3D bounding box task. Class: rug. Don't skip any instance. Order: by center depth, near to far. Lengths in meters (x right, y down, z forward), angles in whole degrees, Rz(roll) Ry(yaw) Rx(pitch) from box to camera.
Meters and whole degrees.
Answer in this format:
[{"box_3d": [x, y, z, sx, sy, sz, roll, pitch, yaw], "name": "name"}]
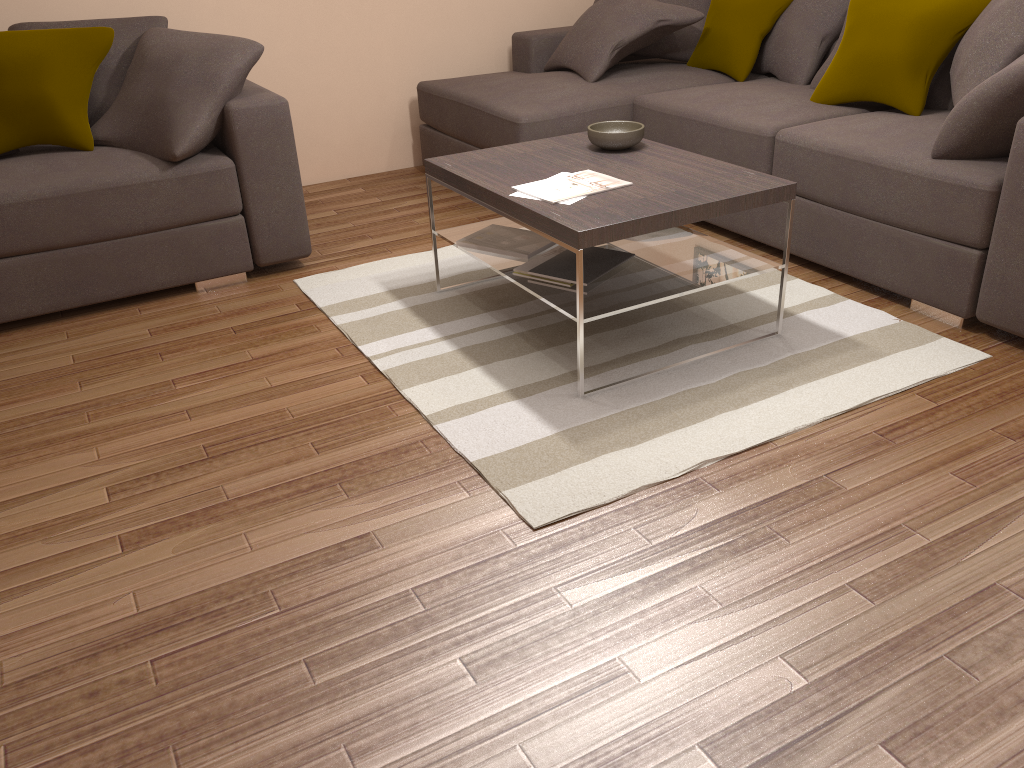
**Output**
[{"box_3d": [0.325, -0.273, 3.440, 1.791, 0.024, 2.122, -17, 31, -24], "name": "rug"}]

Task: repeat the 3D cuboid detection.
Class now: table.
[{"box_3d": [0.312, -0.524, 3.317, 0.856, 0.558, 1.110, -17, 31, -24], "name": "table"}]

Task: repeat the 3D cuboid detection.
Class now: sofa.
[{"box_3d": [-2.609, -0.508, 3.377, 3.565, 0.776, 1.906, -17, 31, -24], "name": "sofa"}, {"box_3d": [1.123, -1.172, 4.274, 1.906, 0.776, 3.565, -17, 31, -24], "name": "sofa"}]

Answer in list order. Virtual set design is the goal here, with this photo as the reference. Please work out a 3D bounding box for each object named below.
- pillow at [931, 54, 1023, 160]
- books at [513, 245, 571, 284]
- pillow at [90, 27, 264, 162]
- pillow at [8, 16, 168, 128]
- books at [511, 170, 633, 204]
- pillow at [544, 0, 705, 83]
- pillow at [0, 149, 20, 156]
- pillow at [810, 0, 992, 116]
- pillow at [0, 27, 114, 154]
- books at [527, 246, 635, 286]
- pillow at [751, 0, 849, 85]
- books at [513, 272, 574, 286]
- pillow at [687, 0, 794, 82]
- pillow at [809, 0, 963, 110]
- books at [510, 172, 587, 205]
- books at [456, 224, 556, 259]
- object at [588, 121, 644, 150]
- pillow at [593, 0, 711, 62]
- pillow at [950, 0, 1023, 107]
[{"box_3d": [1.918, -0.991, 3.042, 0.749, 0.470, 0.560, -19, 32, -28], "name": "pillow"}, {"box_3d": [0.200, -0.438, 3.173, 0.241, 0.008, 0.332, 17, 34, 33], "name": "books"}, {"box_3d": [-1.468, -1.247, 3.795, 0.749, 0.470, 0.560, 14, 32, 29], "name": "pillow"}, {"box_3d": [-1.974, -1.335, 4.104, 0.811, 0.635, 0.399, 4, 29, 13], "name": "pillow"}, {"box_3d": [0.202, -0.668, 2.998, 0.332, 0.010, 0.241, -19, 32, -28], "name": "books"}, {"box_3d": [0.578, -1.941, 4.941, 0.645, 0.415, 0.792, -14, 30, -19], "name": "pillow"}, {"box_3d": [-2.614, -1.236, 3.804, 0.783, 0.590, 0.459, -14, 30, -20], "name": "pillow"}, {"box_3d": [1.678, -1.434, 3.844, 0.382, 0.492, 0.658, -23, 34, -33], "name": "pillow"}, {"box_3d": [-2.019, -1.242, 3.795, 0.658, 0.492, 0.382, -4, 28, -3], "name": "pillow"}, {"box_3d": [0.248, -0.424, 3.125, 0.241, 0.008, 0.332, 16, 33, 32], "name": "books"}, {"box_3d": [1.564, -1.907, 4.728, 0.431, 0.576, 0.787, -9, 28, -11], "name": "pillow"}, {"box_3d": [0.197, -0.422, 3.167, 0.241, 0.013, 0.332, 17, 34, 33], "name": "books"}, {"box_3d": [1.225, -1.928, 4.883, 0.335, 0.486, 0.631, -15, 30, -22], "name": "pillow"}, {"box_3d": [1.819, -1.600, 4.082, 0.459, 0.590, 0.783, -20, 32, -29], "name": "pillow"}, {"box_3d": [0.184, -0.661, 3.002, 0.241, 0.008, 0.332, 16, 33, 32], "name": "books"}, {"box_3d": [-0.009, -0.547, 3.410, 0.332, 0.026, 0.241, 16, 33, 32], "name": "books"}, {"box_3d": [0.404, -0.961, 3.451, 0.219, 0.081, 0.219, -14, 30, -20], "name": "object"}, {"box_3d": [0.813, -2.215, 5.199, 0.806, 0.578, 0.483, 5, 29, 15], "name": "pillow"}, {"box_3d": [1.975, -1.384, 3.476, 0.399, 0.635, 0.811, 7, 29, 18], "name": "pillow"}]
